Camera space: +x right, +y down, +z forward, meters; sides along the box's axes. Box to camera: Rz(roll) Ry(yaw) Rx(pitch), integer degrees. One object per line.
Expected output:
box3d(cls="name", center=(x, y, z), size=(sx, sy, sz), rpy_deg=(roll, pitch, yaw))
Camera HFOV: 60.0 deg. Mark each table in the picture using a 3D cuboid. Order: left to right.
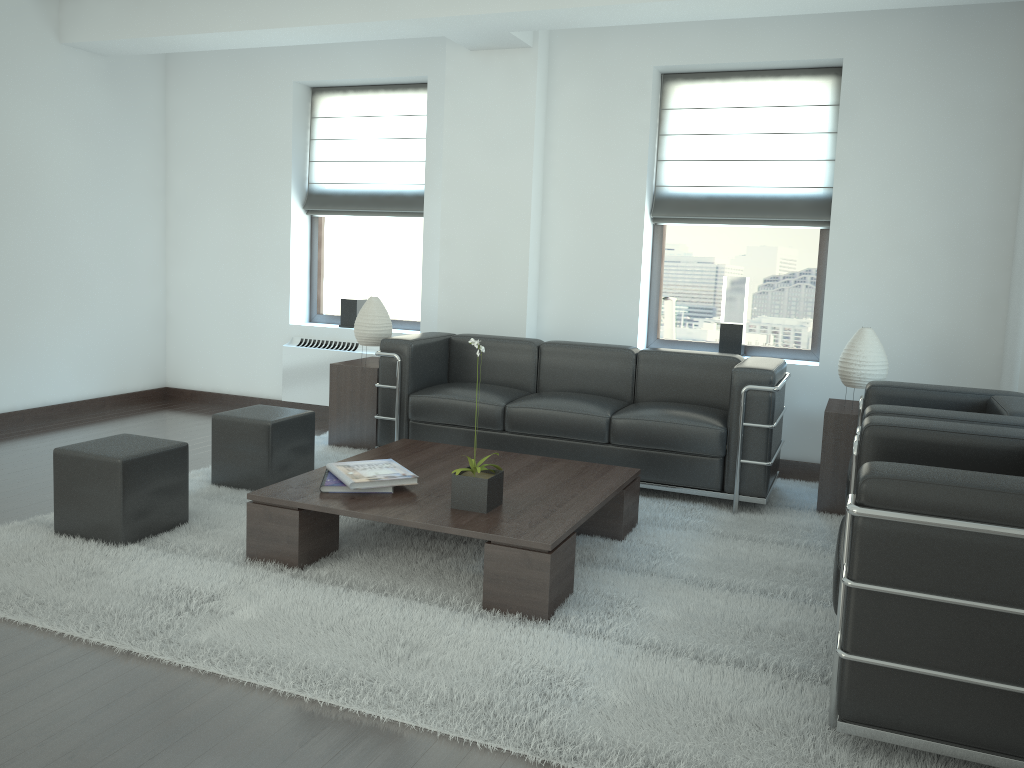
box3d(cls="table", center=(-1.368, 0.202, 8.782), size=(0.527, 0.842, 0.788), rpy_deg=(5, 8, 22))
box3d(cls="table", center=(-0.341, 0.850, 5.857), size=(1.938, 0.439, 1.926), rpy_deg=(6, 9, 22))
box3d(cls="table", center=(2.776, 0.608, 7.126), size=(0.527, 0.842, 0.788), rpy_deg=(5, 8, 22))

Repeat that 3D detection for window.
box3d(cls="window", center=(-1.554, -2.020, 10.208), size=(1.702, 2.722, 0.146), rpy_deg=(5, 7, 22))
box3d(cls="window", center=(2.247, -1.647, 8.688), size=(1.702, 2.722, 0.146), rpy_deg=(5, 7, 22))

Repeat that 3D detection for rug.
box3d(cls="rug", center=(0.139, 1.021, 6.137), size=(6.258, 0.110, 5.183), rpy_deg=(6, 9, 22))

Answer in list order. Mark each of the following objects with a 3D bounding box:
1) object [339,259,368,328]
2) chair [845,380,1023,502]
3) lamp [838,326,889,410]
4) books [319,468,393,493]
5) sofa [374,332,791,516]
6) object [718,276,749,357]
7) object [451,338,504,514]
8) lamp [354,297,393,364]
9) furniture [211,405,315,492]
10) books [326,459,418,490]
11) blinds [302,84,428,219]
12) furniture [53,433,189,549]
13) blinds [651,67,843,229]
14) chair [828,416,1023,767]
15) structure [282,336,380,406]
box3d(cls="object", center=(-1.806, -1.036, 10.145), size=(0.239, 0.773, 0.244), rpy_deg=(5, 7, 22))
box3d(cls="chair", center=(2.669, 0.663, 5.486), size=(1.124, 1.166, 1.650), rpy_deg=(5, 8, 22))
box3d(cls="lamp", center=(2.769, -0.125, 6.995), size=(0.375, 0.652, 0.375), rpy_deg=(-3, 9, -39))
box3d(cls="books", center=(-0.981, 0.606, 5.667), size=(0.446, 0.045, 0.520), rpy_deg=(1, 8, -7))
box3d(cls="sofa", center=(0.553, 0.255, 7.749), size=(3.480, 1.166, 1.126), rpy_deg=(6, 8, 22))
box3d(cls="object", center=(2.144, -0.649, 8.566), size=(0.239, 0.773, 0.244), rpy_deg=(5, 7, 22))
box3d(cls="object", center=(-0.192, 0.228, 5.206), size=(0.252, 0.988, 0.336), rpy_deg=(5, 7, 22))
box3d(cls="lamp", center=(-1.353, -0.529, 8.643), size=(0.375, 0.652, 0.375), rpy_deg=(6, 7, 26))
box3d(cls="furniture", center=(-2.001, 0.512, 7.167), size=(0.588, 0.577, 0.604), rpy_deg=(5, 8, 22))
box3d(cls="books", center=(-0.893, 0.568, 5.633), size=(0.446, 0.045, 0.520), rpy_deg=(-2, 9, -27))
box3d(cls="blinds", center=(-1.581, -2.622, 9.989), size=(1.688, 1.471, 0.223), rpy_deg=(5, 7, 22))
box3d(cls="furniture", center=(-2.551, 0.681, 5.817), size=(0.588, 0.577, 0.604), rpy_deg=(5, 8, 22))
box3d(cls="blinds", center=(2.218, -2.249, 8.470), size=(1.688, 1.471, 0.223), rpy_deg=(5, 7, 22))
box3d(cls="chair", center=(2.029, 0.856, 3.934), size=(1.124, 1.166, 1.650), rpy_deg=(5, 8, 22))
box3d(cls="structure", center=(-1.906, -0.113, 9.923), size=(1.463, 0.724, 0.194), rpy_deg=(5, 7, 22))
